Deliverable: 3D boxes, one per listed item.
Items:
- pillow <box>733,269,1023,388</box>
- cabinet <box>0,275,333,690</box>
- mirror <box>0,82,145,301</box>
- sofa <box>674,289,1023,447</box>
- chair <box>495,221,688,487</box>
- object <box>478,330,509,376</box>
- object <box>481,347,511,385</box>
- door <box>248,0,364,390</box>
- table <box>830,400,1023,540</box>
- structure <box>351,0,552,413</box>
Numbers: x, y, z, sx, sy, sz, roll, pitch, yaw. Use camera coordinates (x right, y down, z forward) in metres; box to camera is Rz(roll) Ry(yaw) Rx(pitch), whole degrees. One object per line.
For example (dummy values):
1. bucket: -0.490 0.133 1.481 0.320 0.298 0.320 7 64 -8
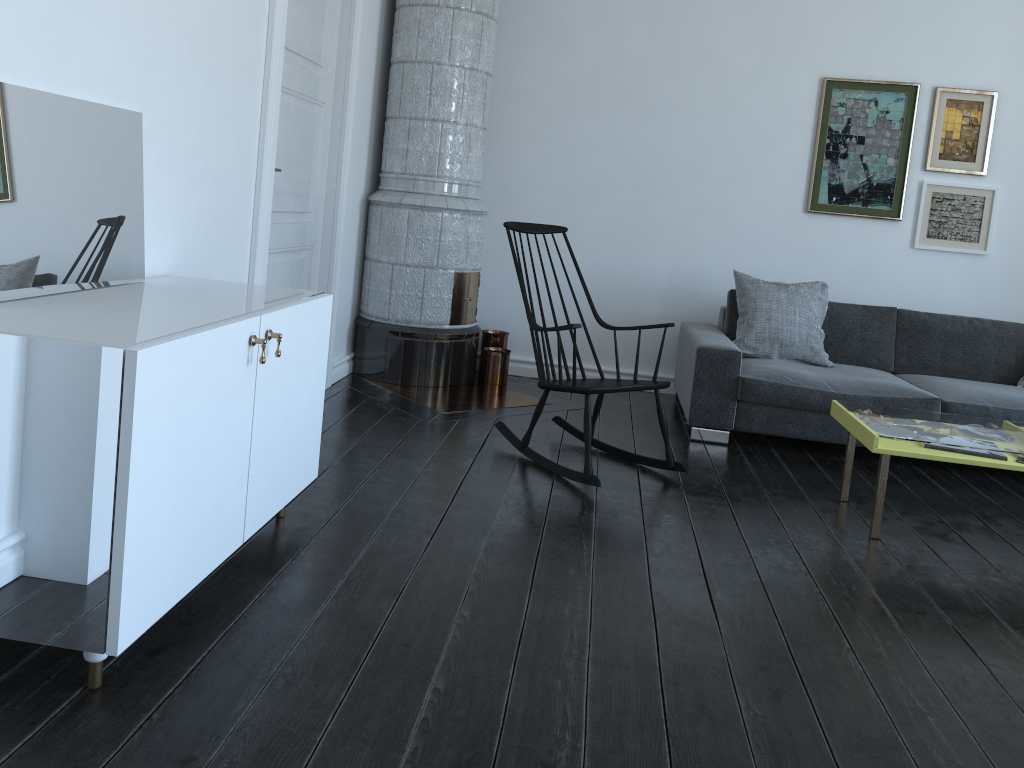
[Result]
1. pillow: 2.230 -0.268 4.816 2.060 0.487 0.484 8 8 10
2. cabinet: -0.934 0.148 2.329 0.590 0.725 1.218 7 10 5
3. mirror: -1.151 -0.496 2.306 0.054 0.496 0.706 6 9 5
4. sofa: 2.130 -0.023 4.737 2.375 0.715 1.099 7 10 6
5. chair: 0.306 -0.171 3.858 0.612 0.994 0.918 0 10 -39
6. object: -0.117 -0.187 5.518 0.173 0.278 0.178 7 7 5
7. object: -0.100 -0.108 5.339 0.174 0.197 0.174 5 8 -4
8. door: -0.979 -1.095 4.111 0.116 2.448 1.182 6 6 5
9. table: 1.990 0.405 3.366 1.402 0.395 0.609 7 10 6
10. structure: -0.303 -1.429 5.059 0.777 2.859 1.286 2 7 -39
